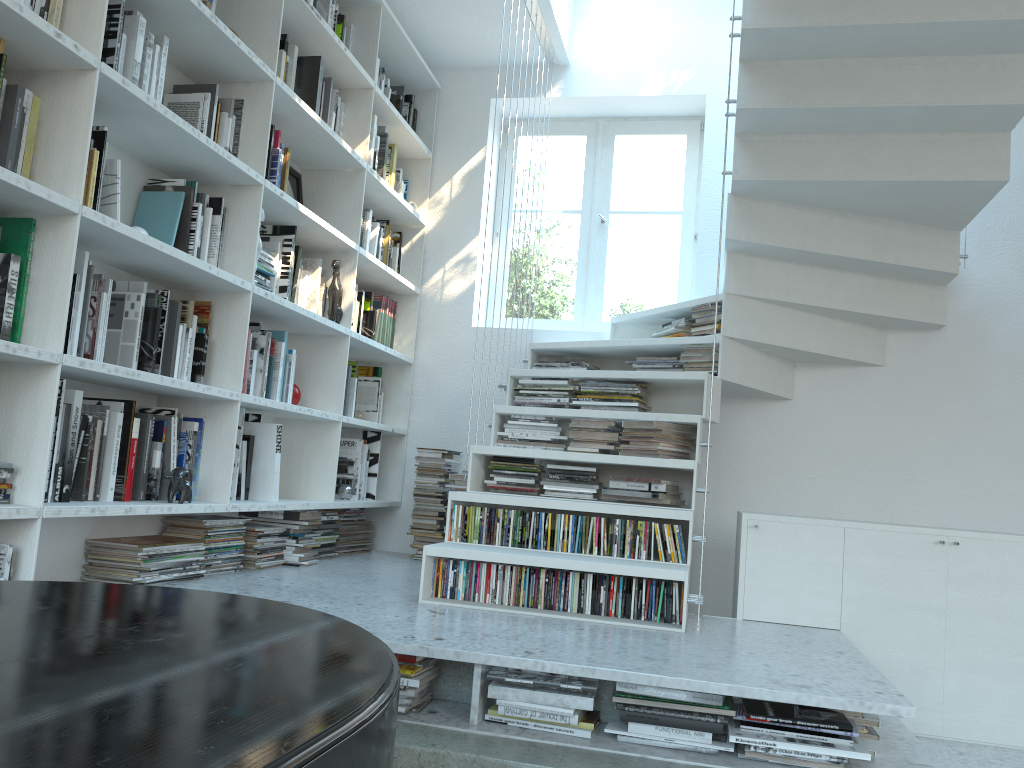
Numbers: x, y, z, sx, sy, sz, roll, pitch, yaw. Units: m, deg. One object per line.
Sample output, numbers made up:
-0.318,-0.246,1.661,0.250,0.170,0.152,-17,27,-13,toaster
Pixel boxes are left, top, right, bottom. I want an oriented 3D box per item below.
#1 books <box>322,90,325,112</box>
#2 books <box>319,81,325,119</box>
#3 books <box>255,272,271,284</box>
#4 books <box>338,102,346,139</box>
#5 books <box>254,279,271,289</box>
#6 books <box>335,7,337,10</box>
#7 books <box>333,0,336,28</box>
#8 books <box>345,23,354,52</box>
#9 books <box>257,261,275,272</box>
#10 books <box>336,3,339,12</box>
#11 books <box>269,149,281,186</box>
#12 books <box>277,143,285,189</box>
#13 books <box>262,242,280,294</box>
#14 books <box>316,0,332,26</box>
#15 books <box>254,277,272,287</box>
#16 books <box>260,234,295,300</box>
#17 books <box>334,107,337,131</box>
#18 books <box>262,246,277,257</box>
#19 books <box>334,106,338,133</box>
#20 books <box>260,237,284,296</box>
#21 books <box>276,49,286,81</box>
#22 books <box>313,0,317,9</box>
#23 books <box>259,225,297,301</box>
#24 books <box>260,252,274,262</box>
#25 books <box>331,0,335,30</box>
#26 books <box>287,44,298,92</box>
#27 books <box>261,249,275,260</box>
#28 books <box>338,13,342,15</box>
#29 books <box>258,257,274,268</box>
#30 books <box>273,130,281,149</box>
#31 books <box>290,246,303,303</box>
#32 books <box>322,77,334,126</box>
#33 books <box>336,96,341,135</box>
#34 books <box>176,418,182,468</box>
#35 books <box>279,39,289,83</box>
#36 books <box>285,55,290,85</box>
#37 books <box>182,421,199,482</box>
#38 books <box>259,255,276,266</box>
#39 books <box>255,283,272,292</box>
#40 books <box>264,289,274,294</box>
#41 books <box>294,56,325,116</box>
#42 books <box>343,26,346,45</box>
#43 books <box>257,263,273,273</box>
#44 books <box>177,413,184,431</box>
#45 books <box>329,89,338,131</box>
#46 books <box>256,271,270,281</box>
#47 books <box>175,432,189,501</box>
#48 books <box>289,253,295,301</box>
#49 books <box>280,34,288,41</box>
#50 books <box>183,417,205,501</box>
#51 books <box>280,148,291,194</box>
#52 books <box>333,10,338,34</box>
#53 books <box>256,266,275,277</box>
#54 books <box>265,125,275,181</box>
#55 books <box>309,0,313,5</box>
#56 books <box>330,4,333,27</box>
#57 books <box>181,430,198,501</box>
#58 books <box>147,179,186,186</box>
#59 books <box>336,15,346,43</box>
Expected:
-0.870,-1.128,3.704,0.156,0.263,0.023,3,-6,13,books
-0.868,-1.123,3.639,0.189,0.239,0.014,3,-6,13,books
-1.014,-0.406,3.260,0.161,0.012,0.254,4,-6,8,books
-0.825,-1.104,3.899,0.169,0.265,0.031,3,-6,13,books
-1.023,-0.383,3.257,0.161,0.012,0.254,3,-6,15,books
-0.829,-1.480,3.773,0.164,0.248,0.031,3,-6,13,books
-0.832,-1.519,3.753,0.165,0.320,0.007,3,-6,13,books
-0.793,-1.467,3.937,0.163,0.263,0.026,3,-6,13,books
-1.016,-0.454,3.268,0.159,0.012,0.285,3,-6,15,books
-0.827,-1.498,3.837,0.131,0.299,0.020,3,-6,13,books
-0.962,-0.779,3.323,0.189,0.206,0.013,3,-6,13,books
-0.961,-0.795,3.391,0.167,0.253,0.021,3,-6,13,books
-0.979,-0.423,3.414,0.161,0.253,0.012,3,-6,13,books
-0.841,-1.494,3.688,0.169,0.255,0.019,3,-6,13,books
-1.022,-0.394,3.260,0.159,0.012,0.285,3,-6,11,books
-0.950,-0.438,3.465,0.184,0.299,0.011,3,-6,13,books
-0.842,-1.103,3.808,0.162,0.241,0.030,3,-6,13,books
-1.012,-0.514,3.274,0.159,0.012,0.285,3,-6,15,books
-0.844,-1.095,3.848,0.158,0.234,0.022,3,-6,13,books
-0.979,-0.433,3.459,0.159,0.284,0.012,3,-6,13,books
-0.943,-1.147,3.326,0.175,0.207,0.025,3,-6,13,books
-0.875,-1.509,3.582,0.164,0.257,0.030,3,-6,13,books
-0.945,-0.456,3.477,0.180,0.339,0.010,3,-6,13,books
-1.013,-0.490,3.271,0.161,0.012,0.254,3,-6,15,books
-0.842,-1.488,3.723,0.189,0.251,0.016,3,-6,13,books
-0.921,-1.173,3.444,0.156,0.287,0.026,3,-6,13,books
-1.012,-0.502,3.272,0.159,0.012,0.285,3,-6,11,books
-0.821,-1.482,3.886,0.136,0.279,0.025,3,-6,13,books
-1.008,-0.466,3.267,0.159,0.012,0.285,4,-6,8,books
-0.967,-0.817,3.342,0.175,0.284,0.014,3,-6,13,books
-0.943,-0.419,3.553,0.167,0.281,0.059,3,-6,13,books
-0.850,-1.140,3.724,0.180,0.294,0.022,3,-6,13,books
-0.833,-1.117,3.873,0.147,0.283,0.026,3,-6,13,books
-1.149,0.237,2.859,0.150,0.264,0.021,3,-6,13,books
-0.940,-1.171,3.354,0.167,0.261,0.026,3,-6,13,books
-0.941,-1.148,3.392,0.158,0.224,0.030,3,-6,13,books
-1.122,0.250,2.928,0.156,0.258,0.026,3,-6,13,books
-1.014,-0.478,3.270,0.159,0.012,0.285,3,-6,15,books
-1.019,-0.370,3.255,0.161,0.012,0.254,3,-7,17,books
-1.018,-0.358,3.253,0.159,0.012,0.285,3,-7,18,books
-0.869,-1.153,3.486,0.245,0.265,0.032,3,-6,13,books
-0.812,-1.450,3.853,0.169,0.209,0.029,3,-6,13,books
-1.015,-0.442,3.266,0.159,0.012,0.285,3,-6,10,books
-1.154,0.231,2.892,0.143,0.282,0.012,3,-6,13,books
-0.841,-1.122,3.776,0.177,0.272,0.036,3,-6,13,books
-1.024,-0.419,3.263,0.161,0.012,0.254,3,-6,13,books
-1.135,0.262,2.871,0.168,0.219,0.013,3,-6,13,books
-0.953,-0.403,3.494,0.179,0.236,0.030,3,-6,13,books
-0.943,-1.186,3.376,0.162,0.296,0.011,3,-6,13,books
-1.117,0.246,2.953,0.171,0.272,0.025,3,-6,13,books
-0.947,-0.787,3.411,0.178,0.243,0.026,3,-6,13,books
-0.827,-1.470,3.754,0.170,0.225,0.007,3,-6,13,books
-1.012,-0.430,3.264,0.161,0.012,0.254,3,-7,18,books
-0.979,-0.824,3.299,0.176,0.287,0.012,3,-6,13,books
-0.882,-1.489,3.510,0.190,0.202,0.024,3,-6,13,books
-0.842,-1.475,3.700,0.182,0.220,0.008,3,-6,13,books
-1.123,0.262,2.901,0.175,0.227,0.025,3,-6,13,books
-1.120,-0.515,2.844,0.135,0.290,0.016,3,-6,13,books
-0.814,-1.468,3.812,0.186,0.235,0.018,3,-6,13,books
